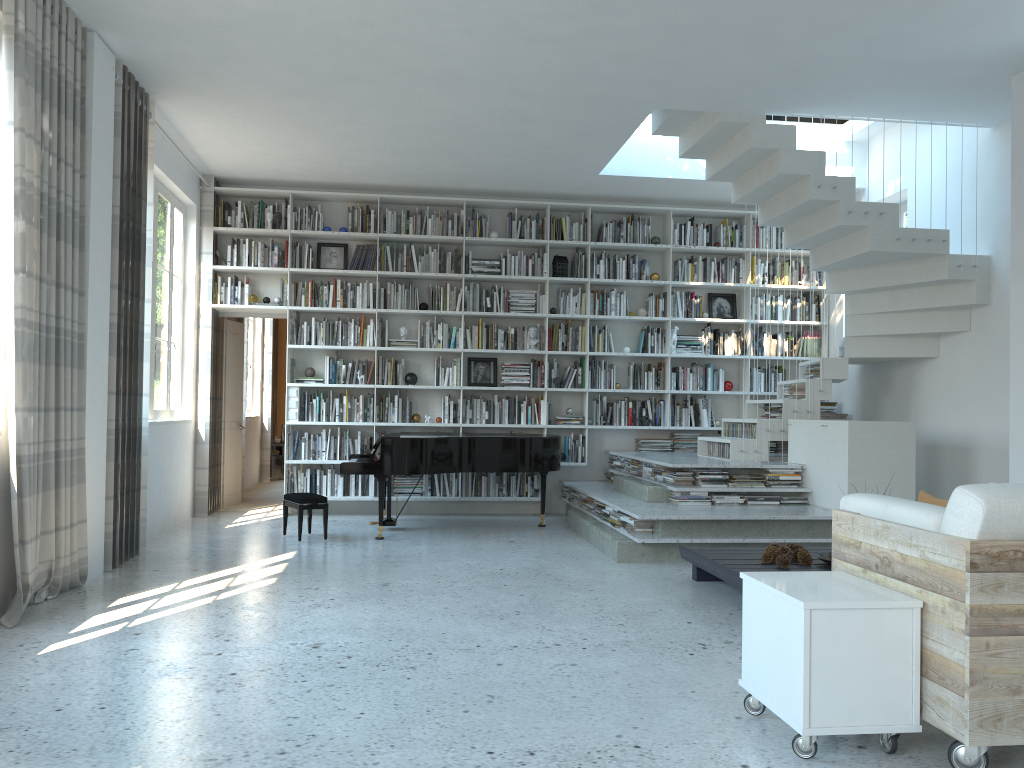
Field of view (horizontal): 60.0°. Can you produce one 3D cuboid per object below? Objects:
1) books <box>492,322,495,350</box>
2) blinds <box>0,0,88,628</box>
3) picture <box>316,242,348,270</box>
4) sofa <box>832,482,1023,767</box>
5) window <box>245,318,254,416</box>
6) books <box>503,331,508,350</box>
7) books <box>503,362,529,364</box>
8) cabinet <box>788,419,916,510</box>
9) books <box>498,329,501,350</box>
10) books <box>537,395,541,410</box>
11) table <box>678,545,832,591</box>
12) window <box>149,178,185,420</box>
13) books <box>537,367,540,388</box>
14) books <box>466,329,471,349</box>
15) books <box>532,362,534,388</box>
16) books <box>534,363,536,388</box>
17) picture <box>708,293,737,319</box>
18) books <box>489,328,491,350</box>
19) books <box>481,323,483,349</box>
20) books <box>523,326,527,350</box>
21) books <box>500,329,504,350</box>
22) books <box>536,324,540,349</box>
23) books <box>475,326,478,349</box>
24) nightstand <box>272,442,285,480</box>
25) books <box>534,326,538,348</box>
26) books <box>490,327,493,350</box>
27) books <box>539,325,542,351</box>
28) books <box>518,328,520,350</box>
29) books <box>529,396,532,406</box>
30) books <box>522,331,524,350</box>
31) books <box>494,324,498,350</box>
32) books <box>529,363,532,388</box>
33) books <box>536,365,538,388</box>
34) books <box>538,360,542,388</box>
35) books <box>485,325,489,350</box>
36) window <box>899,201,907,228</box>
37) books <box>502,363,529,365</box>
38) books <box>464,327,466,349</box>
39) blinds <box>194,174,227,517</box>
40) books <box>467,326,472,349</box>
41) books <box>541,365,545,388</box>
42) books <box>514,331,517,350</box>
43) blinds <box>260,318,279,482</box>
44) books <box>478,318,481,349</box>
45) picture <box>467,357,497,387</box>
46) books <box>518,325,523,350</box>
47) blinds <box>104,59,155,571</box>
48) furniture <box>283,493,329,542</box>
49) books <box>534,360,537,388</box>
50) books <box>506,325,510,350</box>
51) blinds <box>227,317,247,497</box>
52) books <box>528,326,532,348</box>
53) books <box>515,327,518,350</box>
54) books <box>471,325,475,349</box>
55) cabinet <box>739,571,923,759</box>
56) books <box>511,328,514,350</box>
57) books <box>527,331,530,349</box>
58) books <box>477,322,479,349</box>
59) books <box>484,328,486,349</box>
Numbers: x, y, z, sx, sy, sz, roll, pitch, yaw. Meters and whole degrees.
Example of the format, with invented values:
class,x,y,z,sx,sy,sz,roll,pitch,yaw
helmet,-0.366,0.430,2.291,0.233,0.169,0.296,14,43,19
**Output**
class,x,y,z,sx,sy,sz,roll,pitch,yaw
books,-0.193,-0.473,8.933,0.013,0.283,0.177,1,-1,-7
blinds,-2.431,-0.488,4.631,0.183,3.260,1.026,1,-1,-8
picture,-1.784,-1.253,8.803,0.300,0.299,0.077,1,-1,-7
sofa,2.311,0.743,3.044,2.195,0.854,0.871,1,-1,-7
window,-3.426,-0.583,11.212,0.073,2.008,1.983,1,-1,-7
books,-0.072,-0.428,8.961,0.050,0.199,0.145,1,-1,-7
books,0.034,-0.207,8.960,0.254,0.012,0.161,1,-2,-3
cabinet,2.597,0.618,6.898,0.551,0.667,0.993,1,-1,-7
books,-0.137,-0.439,8.940,0.024,0.216,0.175,1,-1,-7
books,0.272,0.261,8.991,0.011,0.300,0.149,1,-1,-7
table,1.755,1.119,5.049,1.270,0.218,1.258,1,-2,-7
window,-2.932,-0.693,7.275,0.073,2.008,1.983,1,-1,-7
books,0.260,-0.064,8.997,0.021,0.217,0.132,1,-1,-7
books,-0.441,-0.441,8.895,0.053,0.208,0.156,1,-1,-7
books,0.199,-0.087,8.975,0.011,0.260,0.184,1,-1,-7
books,0.221,-0.084,8.988,0.013,0.256,0.163,1,-1,-7
picture,2.207,-0.802,9.296,0.300,0.299,0.077,1,-1,-7
books,-0.231,-0.446,8.928,0.012,0.228,0.169,1,-1,-7
books,-0.313,-0.468,8.894,0.015,0.266,0.189,1,-1,-7
books,0.129,-0.454,8.981,0.024,0.259,0.126,1,-1,-7
books,-0.110,-0.437,8.944,0.030,0.215,0.168,1,-1,-7
books,0.258,-0.462,9.005,0.025,0.279,0.108,1,-1,-7
books,-0.363,-0.454,8.920,0.029,0.240,0.155,1,-1,-7
nightstand,-3.499,1.107,12.760,0.650,0.518,0.431,1,-1,-4
books,0.235,-0.453,8.991,0.025,0.259,0.130,1,-1,-7
books,-0.213,-0.450,8.938,0.025,0.236,0.137,1,-1,-7
books,0.279,-0.455,8.991,0.014,0.266,0.154,1,-1,-7
books,0.058,-0.441,8.981,0.025,0.230,0.143,1,-1,-7
books,0.181,0.268,8.988,0.010,0.284,0.132,1,-1,-7
books,0.106,-0.429,8.984,0.022,0.206,0.114,1,-1,-7
books,-0.171,-0.465,8.922,0.028,0.267,0.190,1,-1,-7
books,0.187,-0.084,8.976,0.012,0.254,0.161,1,-1,-7
books,0.243,-0.071,8.997,0.013,0.232,0.134,1,-1,-7
books,0.278,-0.095,8.983,0.011,0.279,0.186,1,-1,-7
books,-0.253,-0.462,8.946,0.028,0.259,0.134,1,-1,-7
window,3.651,-1.089,8.357,0.042,1.226,1.117,1,-1,-7
books,0.034,-0.195,8.961,0.254,0.012,0.161,1,-2,-10
books,-0.476,-0.454,8.916,0.011,0.235,0.142,1,-1,-7
blinds,-2.949,-0.356,8.722,0.140,3.230,0.776,1,-1,-7
books,-0.424,-0.457,8.909,0.042,0.242,0.162,1,-1,-7
books,0.301,-0.070,8.975,0.034,0.229,0.199,1,-1,-7
books,0.022,-0.428,8.950,0.029,0.200,0.178,1,-1,-7
blinds,-3.443,-0.246,12.661,0.140,3.230,0.776,1,-1,-7
books,-0.327,-0.493,8.894,0.014,0.317,0.188,1,-1,-7
picture,-0.301,-0.118,8.971,0.300,0.299,0.077,1,-1,-7
books,0.085,-0.455,8.965,0.025,0.258,0.150,1,-1,-7
blinds,-2.601,-0.433,5.951,0.140,3.230,0.776,1,-1,-7
furniture,-1.655,1.051,7.093,0.240,0.353,0.467,2,-2,-32
books,0.233,-0.100,8.989,0.011,0.288,0.152,1,-1,-7
books,-0.038,-0.458,8.956,0.014,0.258,0.161,1,-1,-7
blinds,-3.095,-0.323,9.891,0.140,3.230,0.776,1,-1,-7
books,0.182,-0.455,8.994,0.014,0.263,0.135,1,-1,-7
books,0.044,-0.450,8.943,0.012,0.245,0.186,1,-1,-7
books,-0.391,-0.459,8.922,0.026,0.248,0.139,1,-1,-7
cabinet,1.018,0.902,2.900,0.380,0.487,0.502,1,-1,-7
books,-0.006,-0.440,8.945,0.029,0.224,0.185,1,-1,-7
books,0.158,-0.425,8.982,0.035,0.201,0.149,1,-1,-7
books,-0.344,-0.476,8.935,0.010,0.284,0.136,1,-1,-7
books,-0.279,-0.447,8.937,0.024,0.228,0.147,1,-1,-7
